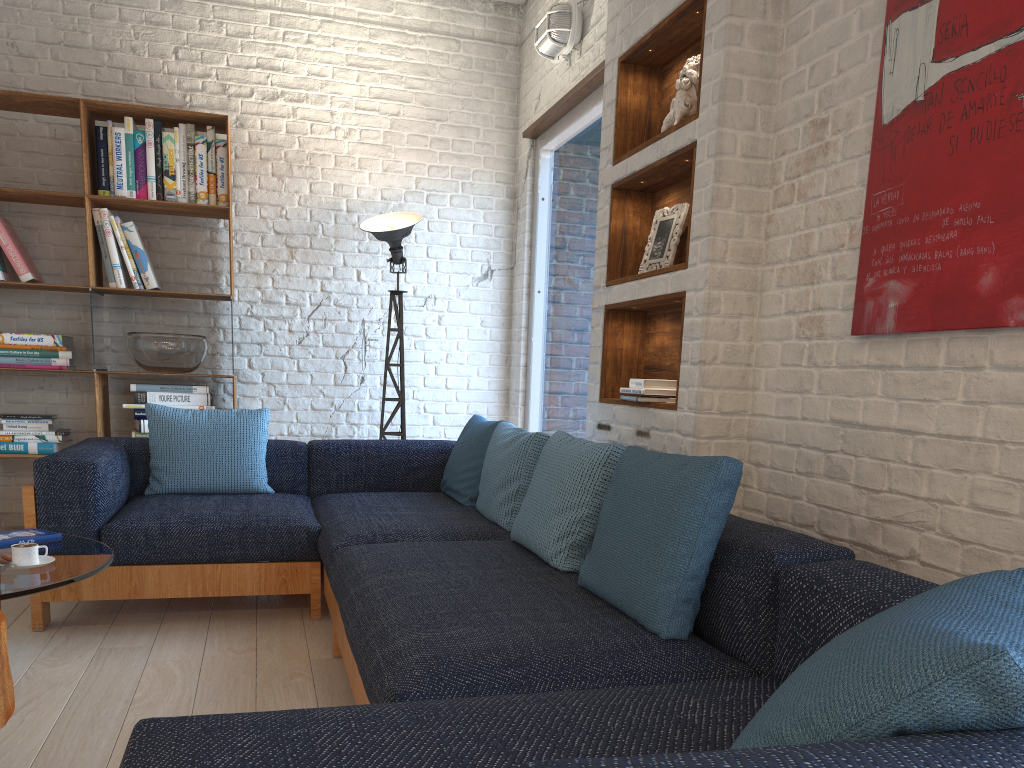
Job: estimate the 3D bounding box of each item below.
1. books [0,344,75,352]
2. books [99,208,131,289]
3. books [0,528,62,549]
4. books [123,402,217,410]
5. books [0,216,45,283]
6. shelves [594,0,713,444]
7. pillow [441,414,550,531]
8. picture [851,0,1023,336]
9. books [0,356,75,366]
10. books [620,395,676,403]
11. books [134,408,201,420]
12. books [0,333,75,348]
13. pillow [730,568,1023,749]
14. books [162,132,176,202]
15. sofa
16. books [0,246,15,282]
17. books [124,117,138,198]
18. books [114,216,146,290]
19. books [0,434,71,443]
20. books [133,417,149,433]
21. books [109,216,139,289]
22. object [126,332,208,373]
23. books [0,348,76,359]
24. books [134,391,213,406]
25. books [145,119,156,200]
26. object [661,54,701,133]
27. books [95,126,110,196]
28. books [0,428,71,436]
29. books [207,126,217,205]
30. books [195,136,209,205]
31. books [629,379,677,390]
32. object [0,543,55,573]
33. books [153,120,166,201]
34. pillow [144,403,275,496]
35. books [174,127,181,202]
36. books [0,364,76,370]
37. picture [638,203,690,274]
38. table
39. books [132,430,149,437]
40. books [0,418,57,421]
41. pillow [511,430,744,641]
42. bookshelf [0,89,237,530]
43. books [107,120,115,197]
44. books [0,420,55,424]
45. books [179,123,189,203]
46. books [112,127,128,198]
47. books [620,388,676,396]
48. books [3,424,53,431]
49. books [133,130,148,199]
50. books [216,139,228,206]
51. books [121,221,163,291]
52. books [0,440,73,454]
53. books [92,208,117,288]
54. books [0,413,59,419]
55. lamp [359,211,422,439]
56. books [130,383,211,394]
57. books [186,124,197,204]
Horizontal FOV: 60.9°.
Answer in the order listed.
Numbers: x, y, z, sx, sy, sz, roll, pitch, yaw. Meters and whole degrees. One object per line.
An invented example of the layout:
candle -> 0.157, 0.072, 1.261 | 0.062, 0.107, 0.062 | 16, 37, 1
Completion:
books -> -2.423, -0.182, 4.399 | 0.356, 0.021, 0.267 | 2, 1, -18
books -> -2.002, -0.669, 4.408 | 0.103, 0.392, 0.238 | -1, 8, -16
books -> -1.564, 0.485, 2.726 | 0.161, 0.023, 0.229 | 3, 1, 32
books -> -1.801, 0.117, 4.616 | 0.444, 0.021, 0.267 | 2, 1, -16
books -> -2.456, -0.655, 4.314 | 0.195, 0.326, 0.248 | 0, 7, -16
shelves -> 0.552, -0.529, 3.038 | 0.192, 1.461, 0.748 | -1, 9, -16
pillow -> -0.094, 0.356, 3.747 | 0.243, 0.406, 1.085 | 0, 2, -17
picture -> 0.980, -0.597, 1.754 | 0.019, 0.982, 0.726 | -1, 8, -16
books -> -2.430, -0.116, 4.397 | 0.379, 0.037, 0.240 | 2, 1, -21
books -> 0.495, 0.054, 3.122 | 0.162, 0.017, 0.247 | 2, 1, -6
books -> -1.815, 0.156, 4.607 | 0.326, 0.057, 0.250 | 2, 1, -21
books -> -2.413, -0.220, 4.392 | 0.327, 0.057, 0.250 | 2, 1, -14
pillow -> 0.526, 0.430, 1.179 | 0.373, 0.335, 0.558 | 6, 5, 34
books -> -1.721, -1.066, 4.403 | 0.055, 0.337, 0.248 | -1, 8, -16
sofa -> -0.484, 0.621, 2.520 | 2.080, 0.674, 3.875 | 2, 1, -16
books -> -2.537, -0.689, 4.260 | 0.121, 0.390, 0.238 | -1, 8, -16
books -> -1.893, -1.100, 4.359 | 0.036, 0.392, 0.238 | -1, 8, -16
books -> -1.936, -0.650, 4.450 | 0.124, 0.357, 0.265 | -1, 8, -16
books -> -2.491, 0.271, 4.468 | 0.380, 0.037, 0.239 | 2, 1, -16
books -> -1.794, 0.218, 4.637 | 0.379, 0.066, 0.240 | 2, 1, -29
books -> -1.954, -0.650, 4.435 | 0.124, 0.357, 0.265 | -1, 8, -16
object -> -1.810, -0.158, 4.587 | 0.401, 0.206, 0.395 | 3, 3, 25
books -> -2.416, -0.153, 4.386 | 0.379, 0.037, 0.240 | 2, 1, -22
books -> -1.796, 0.074, 4.627 | 0.379, 0.066, 0.240 | 2, 1, -22
books -> -1.801, -1.096, 4.379 | 0.036, 0.392, 0.238 | -1, 8, -16
object -> 0.575, -0.948, 2.913 | 0.112, 0.248, 0.211 | 1, 7, -8
books -> -2.018, -1.076, 4.343 | 0.055, 0.337, 0.248 | -1, 8, -16
books -> -2.472, 0.244, 4.458 | 0.379, 0.018, 0.240 | 2, 1, -23
books -> -1.533, -1.087, 4.467 | 0.036, 0.392, 0.238 | -1, 8, -16
books -> -1.578, -1.061, 4.453 | 0.055, 0.337, 0.248 | -1, 8, -16
books -> 0.507, 0.001, 3.109 | 0.132, 0.034, 0.202 | 2, 1, -6
object -> -1.340, 0.480, 2.379 | 0.155, 0.058, 0.265 | 1, 1, -24
books -> -1.769, -1.095, 4.399 | 0.036, 0.392, 0.238 | -1, 8, -16
pillow -> -1.354, 0.297, 3.904 | 0.555, 0.419, 0.218 | 1, 8, -17
books -> -1.687, -1.079, 4.425 | 0.021, 0.367, 0.265 | -1, 8, -16
books -> -2.424, -0.087, 4.411 | 0.356, 0.021, 0.267 | 2, 1, -16
picture -> 0.547, -0.508, 3.092 | 0.102, 0.250, 0.189 | -2, 8, -25
table -> -1.634, 0.692, 2.085 | 1.077, 0.455, 1.795 | 2, 1, -10
books -> -1.812, 0.278, 4.660 | 0.362, 0.057, 0.277 | 2, 1, -14
books -> -2.477, 0.177, 4.467 | 0.243, 0.008, 0.153 | 2, 1, -16
pillow -> 0.262, 0.357, 2.465 | 0.254, 0.425, 1.188 | 0, 2, -17
bookshelf -> -2.109, -0.231, 4.455 | 1.317, 2.255, 0.354 | 0, 11, -16
books -> -1.980, -1.089, 4.350 | 0.021, 0.367, 0.265 | -1, 8, -16
books -> -2.485, 0.190, 4.475 | 0.236, 0.019, 0.168 | 2, 1, -23
books -> -1.662, -1.092, 4.443 | 0.036, 0.392, 0.238 | -1, 8, -16
books -> -1.938, -1.073, 4.347 | 0.055, 0.337, 0.248 | -1, 8, -16
books -> 0.506, 0.028, 3.108 | 0.171, 0.019, 0.232 | 2, 1, -14
books -> -2.479, 0.217, 4.475 | 0.206, 0.034, 0.130 | 2, 1, -16
books -> -1.853, -1.071, 4.391 | 0.055, 0.337, 0.248 | -1, 8, -16
books -> -1.491, -1.058, 4.501 | 0.055, 0.337, 0.248 | -1, 8, -16
books -> -1.886, -0.639, 4.451 | 0.158, 0.337, 0.248 | 0, 8, -16
books -> -2.470, 0.318, 4.475 | 0.327, 0.057, 0.250 | 2, 1, -6
books -> -2.045, -0.671, 4.420 | 0.101, 0.393, 0.238 | -1, 8, -16
books -> -2.470, 0.164, 4.453 | 0.252, 0.017, 0.159 | 2, 1, -16
lamp -> -0.451, 0.012, 4.612 | 0.500, 1.889, 0.854 | -7, 13, -43
books -> -1.798, 0.023, 4.612 | 0.380, 0.037, 0.239 | 2, 1, -16
books -> -1.623, -1.090, 4.441 | 0.036, 0.392, 0.238 | -1, 8, -16
